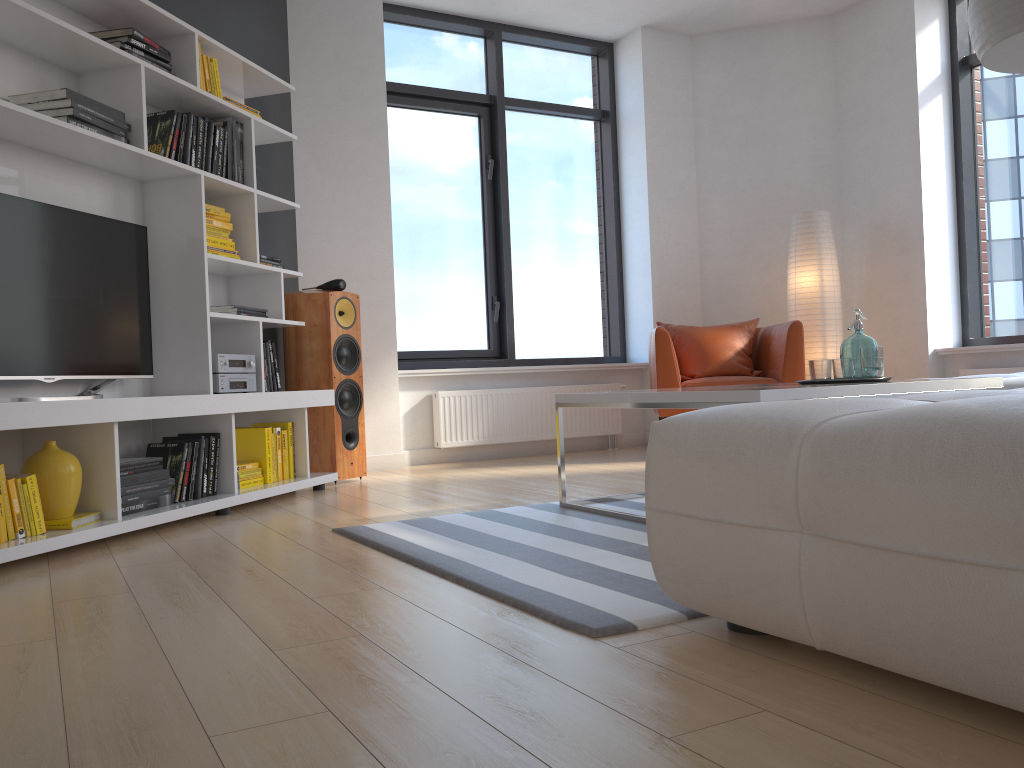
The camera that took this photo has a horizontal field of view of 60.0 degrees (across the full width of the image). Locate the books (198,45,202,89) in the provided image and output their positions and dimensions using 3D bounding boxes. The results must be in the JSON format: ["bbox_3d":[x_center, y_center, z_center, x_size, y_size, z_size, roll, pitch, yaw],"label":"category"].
[{"bbox_3d":[-1.413,-1.367,3.814,0.161,0.229,0.041,-2,0,15],"label":"books"}]

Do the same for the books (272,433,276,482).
[{"bbox_3d":[-1.181,0.347,4.155,0.156,0.229,0.024,-2,0,16],"label":"books"}]

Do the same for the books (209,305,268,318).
[{"bbox_3d":[-1.330,-0.329,4.163,0.250,0.047,0.310,-2,0,12],"label":"books"}]

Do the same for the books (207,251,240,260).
[{"bbox_3d":[-1.387,-0.568,3.995,0.194,0.028,0.257,-2,0,22],"label":"books"}]

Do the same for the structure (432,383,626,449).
[{"bbox_3d":[0.161,0.251,5.963,1.474,0.460,0.110,-2,0,-28],"label":"structure"}]

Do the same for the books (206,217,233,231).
[{"bbox_3d":[-1.412,-0.718,4.010,0.176,0.033,0.239,-2,0,20],"label":"books"}]

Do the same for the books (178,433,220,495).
[{"bbox_3d":[-1.327,0.338,3.738,0.197,0.260,0.066,-2,0,17],"label":"books"}]

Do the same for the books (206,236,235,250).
[{"bbox_3d":[-1.402,-0.627,3.997,0.189,0.042,0.243,-2,0,17],"label":"books"}]

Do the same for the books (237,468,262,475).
[{"bbox_3d":[-1.237,0.394,3.998,0.134,0.014,0.187,-2,0,17],"label":"books"}]

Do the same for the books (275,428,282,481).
[{"bbox_3d":[-1.184,0.335,4.206,0.185,0.250,0.035,-2,0,17],"label":"books"}]

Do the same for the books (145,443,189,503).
[{"bbox_3d":[-1.386,0.354,3.525,0.182,0.234,0.104,-2,0,17],"label":"books"}]

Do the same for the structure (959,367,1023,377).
[{"bbox_3d":[3.095,0.129,5.137,0.110,0.460,1.015,-2,0,-28],"label":"structure"}]

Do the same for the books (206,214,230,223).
[{"bbox_3d":[-1.417,-0.746,4.004,0.160,0.022,0.227,-2,0,32],"label":"books"}]

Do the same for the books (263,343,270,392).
[{"bbox_3d":[-1.257,-0.073,4.268,0.170,0.236,0.049,-2,0,17],"label":"books"}]

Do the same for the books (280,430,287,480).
[{"bbox_3d":[-1.167,0.342,4.257,0.172,0.234,0.024,-2,0,17],"label":"books"}]

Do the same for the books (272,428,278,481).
[{"bbox_3d":[-1.193,0.335,4.181,0.180,0.251,0.019,-2,0,17],"label":"books"}]

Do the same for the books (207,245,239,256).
[{"bbox_3d":[-1.397,-0.594,3.995,0.203,0.024,0.257,-2,0,20],"label":"books"}]

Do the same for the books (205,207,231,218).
[{"bbox_3d":[-1.412,-0.769,4.011,0.163,0.023,0.223,-2,0,21],"label":"books"}]

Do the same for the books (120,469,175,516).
[{"bbox_3d":[-1.477,0.405,3.316,0.277,0.137,0.343,-2,0,12],"label":"books"}]

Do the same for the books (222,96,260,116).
[{"bbox_3d":[-1.352,-1.295,4.190,0.203,0.024,0.257,-2,0,20],"label":"books"}]

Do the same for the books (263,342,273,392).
[{"bbox_3d":[-1.243,-0.078,4.287,0.169,0.242,0.050,-2,0,16],"label":"books"}]

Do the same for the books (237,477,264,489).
[{"bbox_3d":[-1.235,0.446,3.996,0.147,0.033,0.190,-2,0,17],"label":"books"}]

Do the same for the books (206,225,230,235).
[{"bbox_3d":[-1.416,-0.692,4.001,0.171,0.019,0.239,-2,0,17],"label":"books"}]

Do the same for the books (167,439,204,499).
[{"bbox_3d":[-1.337,0.349,3.615,0.172,0.242,0.069,-2,0,17],"label":"books"}]

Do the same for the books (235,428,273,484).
[{"bbox_3d":[-1.214,0.334,4.114,0.198,0.255,0.044,-2,0,17],"label":"books"}]

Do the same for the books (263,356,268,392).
[{"bbox_3d":[-1.270,-0.074,4.246,0.189,0.240,0.053,-2,0,17],"label":"books"}]

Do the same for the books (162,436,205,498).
[{"bbox_3d":[-1.356,0.342,3.644,0.192,0.254,0.075,-2,0,16],"label":"books"}]

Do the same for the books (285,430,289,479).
[{"bbox_3d":[-1.163,0.342,4.283,0.172,0.234,0.024,-2,0,17],"label":"books"}]

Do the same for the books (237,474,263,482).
[{"bbox_3d":[-1.240,0.424,3.998,0.148,0.011,0.196,-2,0,17],"label":"books"}]

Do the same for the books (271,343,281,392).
[{"bbox_3d":[-1.230,-0.078,4.344,0.177,0.242,0.066,-2,0,16],"label":"books"}]

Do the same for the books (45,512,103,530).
[{"bbox_3d":[-1.559,0.463,2.978,0.270,0.029,0.204,-2,0,2],"label":"books"}]

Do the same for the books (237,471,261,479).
[{"bbox_3d":[-1.223,0.410,3.987,0.113,0.018,0.169,-2,0,18],"label":"books"}]

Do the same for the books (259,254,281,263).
[{"bbox_3d":[-1.260,-0.610,4.340,0.161,0.023,0.213,-2,0,20],"label":"books"}]

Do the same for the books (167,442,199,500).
[{"bbox_3d":[-1.359,0.353,3.585,0.169,0.233,0.081,-2,0,16],"label":"books"}]

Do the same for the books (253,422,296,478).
[{"bbox_3d":[-1.162,0.324,4.340,0.213,0.270,0.025,-2,0,17],"label":"books"}]

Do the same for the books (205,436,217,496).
[{"bbox_3d":[-1.336,0.343,3.705,0.191,0.249,0.084,-2,0,17],"label":"books"}]

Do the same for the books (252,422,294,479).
[{"bbox_3d":[-1.161,0.324,4.312,0.204,0.270,0.029,-2,0,17],"label":"books"}]

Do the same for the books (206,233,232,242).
[{"bbox_3d":[-1.418,-0.655,3.999,0.189,0.014,0.251,-2,0,20],"label":"books"}]

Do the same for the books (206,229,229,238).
[{"bbox_3d":[-1.402,-0.673,3.984,0.145,0.023,0.217,-2,0,21],"label":"books"}]

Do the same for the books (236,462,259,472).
[{"bbox_3d":[-1.251,0.375,3.998,0.138,0.026,0.186,-2,0,16],"label":"books"}]

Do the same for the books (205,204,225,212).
[{"bbox_3d":[-1.438,-0.792,4.008,0.163,0.023,0.223,-2,0,21],"label":"books"}]

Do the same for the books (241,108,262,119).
[{"bbox_3d":[-1.342,-1.270,4.190,0.194,0.028,0.257,-2,0,22],"label":"books"}]

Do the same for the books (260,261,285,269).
[{"bbox_3d":[-1.242,-0.572,4.334,0.161,0.023,0.213,-2,0,20],"label":"books"}]

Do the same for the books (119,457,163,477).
[{"bbox_3d":[-1.504,0.313,3.316,0.250,0.047,0.310,-2,0,12],"label":"books"}]

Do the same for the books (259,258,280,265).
[{"bbox_3d":[-1.246,-0.591,4.334,0.142,0.015,0.198,-2,0,15],"label":"books"}]

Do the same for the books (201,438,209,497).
[{"bbox_3d":[-1.342,0.348,3.668,0.179,0.243,0.068,-2,0,15],"label":"books"}]

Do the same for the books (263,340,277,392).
[{"bbox_3d":[-1.246,-0.083,4.318,0.193,0.255,0.066,-2,0,16],"label":"books"}]

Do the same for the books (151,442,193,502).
[{"bbox_3d":[-1.381,0.354,3.559,0.187,0.234,0.096,-2,0,17],"label":"books"}]

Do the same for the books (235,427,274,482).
[{"bbox_3d":[-1.207,0.331,4.144,0.199,0.263,0.015,-2,0,17],"label":"books"}]
